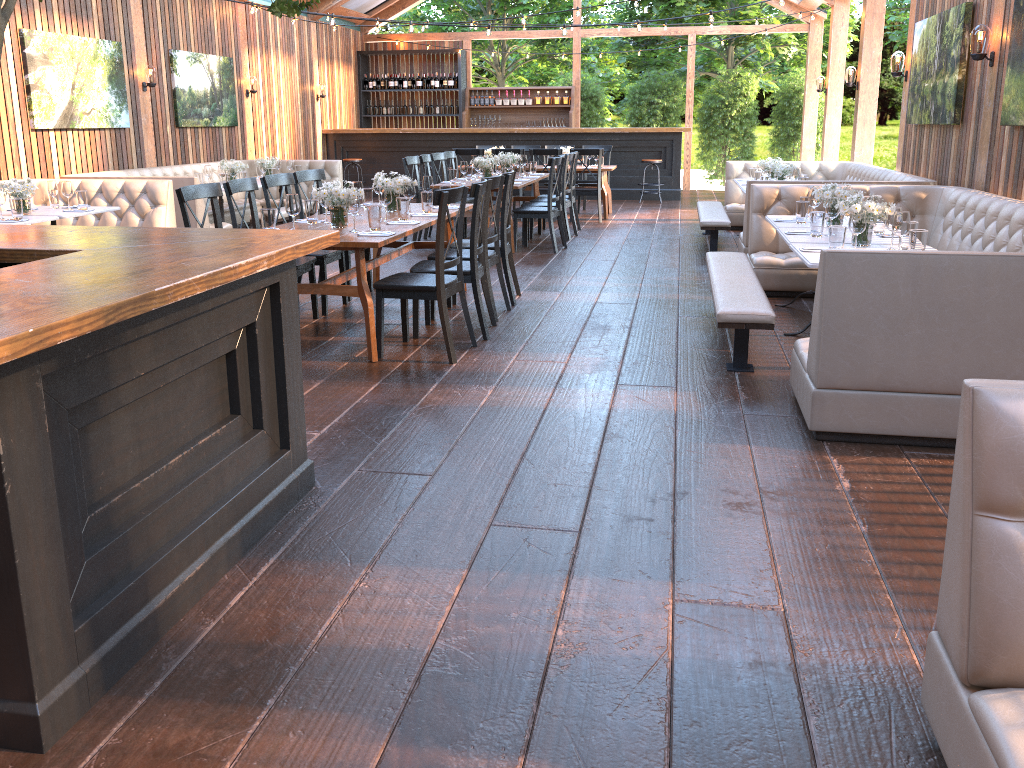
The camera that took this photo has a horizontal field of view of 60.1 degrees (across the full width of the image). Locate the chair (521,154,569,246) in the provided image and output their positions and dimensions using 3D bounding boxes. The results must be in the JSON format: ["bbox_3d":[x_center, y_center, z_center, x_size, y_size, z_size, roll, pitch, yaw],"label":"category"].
[{"bbox_3d":[0.381,-2.149,10.302,0.539,1.005,0.485,1,14,7],"label":"chair"}]

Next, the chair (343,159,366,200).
[{"bbox_3d":[-2.947,-3.805,16.435,0.468,0.724,0.474,4,15,17],"label":"chair"}]

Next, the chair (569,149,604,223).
[{"bbox_3d":[1.061,-2.843,12.627,0.477,1.005,0.548,1,14,6],"label":"chair"}]

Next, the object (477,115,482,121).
[{"bbox_3d":[-0.676,-5.449,18.368,0.092,0.241,0.093,8,16,30],"label":"object"}]

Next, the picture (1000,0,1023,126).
[{"bbox_3d":[3.436,-2.129,5.562,0.065,0.982,1.676,2,16,10],"label":"picture"}]

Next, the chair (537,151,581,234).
[{"bbox_3d":[0.604,-2.464,11.359,0.540,1.005,0.484,2,14,10],"label":"chair"}]

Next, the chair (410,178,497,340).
[{"bbox_3d":[-0.396,-0.848,5.932,0.539,1.005,0.485,1,14,6],"label":"chair"}]

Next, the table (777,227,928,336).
[{"bbox_3d":[2.153,-0.634,5.763,0.799,0.662,0.811,3,15,11],"label":"table"}]

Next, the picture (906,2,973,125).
[{"bbox_3d":[3.943,-2.926,8.236,0.065,0.982,1.676,2,16,10],"label":"picture"}]

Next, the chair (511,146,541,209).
[{"bbox_3d":[0.192,-3.257,14.037,0.477,1.005,0.548,2,14,10],"label":"chair"}]

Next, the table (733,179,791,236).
[{"bbox_3d":[3.135,-2.156,10.873,0.799,0.662,0.811,2,15,10],"label":"table"}]

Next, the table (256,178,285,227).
[{"bbox_3d":[-3.127,-2.462,12.024,0.799,0.662,0.811,2,15,10],"label":"table"}]

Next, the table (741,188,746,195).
[{"bbox_3d":[2.835,-1.690,9.310,0.799,0.662,0.811,2,15,9],"label":"table"}]

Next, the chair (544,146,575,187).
[{"bbox_3d":[0.743,-3.230,13.936,0.477,1.005,0.548,1,14,6],"label":"chair"}]

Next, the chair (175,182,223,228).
[{"bbox_3d":[-1.779,-0.751,5.631,0.540,1.005,0.484,2,14,10],"label":"chair"}]

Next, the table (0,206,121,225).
[{"bbox_3d":[-3.959,-1.173,7.695,0.799,0.662,0.811,2,15,10],"label":"table"}]

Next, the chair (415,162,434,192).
[{"bbox_3d":[-1.603,-3.739,16.188,0.468,0.724,0.475,-2,14,-6],"label":"chair"}]

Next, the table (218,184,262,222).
[{"bbox_3d":[-3.428,-1.996,10.461,0.799,0.662,0.811,2,15,9],"label":"table"}]

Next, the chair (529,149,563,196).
[{"bbox_3d":[0.511,-2.870,12.728,0.477,1.005,0.548,2,14,10],"label":"chair"}]

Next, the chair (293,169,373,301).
[{"bbox_3d":[-1.470,-1.230,7.241,0.540,1.005,0.484,4,14,15],"label":"chair"}]

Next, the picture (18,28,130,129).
[{"bbox_3d":[-4.815,-3.356,9.850,0.065,0.982,1.676,2,16,10],"label":"picture"}]

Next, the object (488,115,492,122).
[{"bbox_3d":[-0.456,-5.439,18.329,0.092,0.241,0.093,-4,14,-14],"label":"object"}]

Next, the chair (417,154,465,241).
[{"bbox_3d":[-0.841,-2.205,10.513,0.539,1.005,0.485,1,14,6],"label":"chair"}]

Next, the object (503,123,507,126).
[{"bbox_3d":[-0.144,-5.382,18.388,0.124,0.095,0.126,6,16,21],"label":"object"}]

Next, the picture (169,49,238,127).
[{"bbox_3d":[-4.316,-4.139,12.479,0.065,0.982,1.676,2,16,10],"label":"picture"}]

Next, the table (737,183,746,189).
[{"bbox_3d":[2.985,-1.923,10.092,0.799,0.662,0.811,3,15,11],"label":"table"}]

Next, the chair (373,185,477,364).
[{"bbox_3d":[-0.535,-0.690,5.403,0.540,1.005,0.484,4,14,15],"label":"chair"}]

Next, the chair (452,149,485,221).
[{"bbox_3d":[-0.591,-2.924,12.931,0.477,1.005,0.548,2,14,10],"label":"chair"}]

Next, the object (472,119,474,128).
[{"bbox_3d":[-0.822,-5.403,18.316,0.070,0.183,0.071,3,14,15],"label":"object"}]

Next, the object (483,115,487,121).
[{"bbox_3d":[-0.565,-5.442,18.341,0.092,0.241,0.093,8,16,30],"label":"object"}]

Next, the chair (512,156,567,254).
[{"bbox_3d":[0.305,-1.986,9.753,0.540,1.005,0.484,4,14,18],"label":"chair"}]

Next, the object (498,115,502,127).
[{"bbox_3d":[-0.252,-5.428,18.290,0.092,0.241,0.093,-4,14,-14],"label":"object"}]

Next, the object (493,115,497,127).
[{"bbox_3d":[-0.358,-5.431,18.300,0.092,0.241,0.093,-4,14,-14],"label":"object"}]

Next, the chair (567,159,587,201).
[{"bbox_3d":[1.086,-3.608,15.694,0.470,0.724,0.473,9,17,33],"label":"chair"}]

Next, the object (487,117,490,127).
[{"bbox_3d":[-0.470,-5.468,18.426,0.092,0.241,0.093,8,16,30],"label":"object"}]

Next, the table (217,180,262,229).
[{"bbox_3d":[-3.277,-2.229,11.242,0.799,0.662,0.811,3,15,11],"label":"table"}]

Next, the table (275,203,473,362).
[{"bbox_3d":[-1.002,-0.828,6.378,0.950,0.718,2.469,2,16,10],"label":"table"}]

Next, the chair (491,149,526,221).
[{"bbox_3d":[-0.040,-2.897,12.829,0.477,1.005,0.548,1,14,6],"label":"chair"}]

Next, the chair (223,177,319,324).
[{"bbox_3d":[-1.676,-0.911,6.168,0.539,1.005,0.485,1,14,6],"label":"chair"}]

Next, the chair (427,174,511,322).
[{"bbox_3d":[-0.317,-1.009,6.474,0.540,1.005,0.484,3,14,13],"label":"chair"}]

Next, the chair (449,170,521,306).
[{"bbox_3d":[-0.214,-1.169,7.010,0.539,1.005,0.485,1,14,6],"label":"chair"}]

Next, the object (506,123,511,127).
[{"bbox_3d":[-0.075,-5.341,18.250,0.124,0.095,0.126,6,16,21],"label":"object"}]

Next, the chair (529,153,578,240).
[{"bbox_3d":[0.508,-2.304,10.821,0.540,1.005,0.484,4,14,16],"label":"chair"}]

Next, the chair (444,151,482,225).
[{"bbox_3d":[-0.635,-2.525,11.586,0.540,1.005,0.484,2,14,10],"label":"chair"}]

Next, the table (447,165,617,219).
[{"bbox_3d":[0.325,-2.924,13.415,2.431,0.719,0.965,3,16,10],"label":"table"}]

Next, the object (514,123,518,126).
[{"bbox_3d":[0.083,-5.350,18.276,0.124,0.095,0.126,0,15,-1],"label":"object"}]

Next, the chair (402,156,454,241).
[{"bbox_3d":[-0.944,-2.045,9.976,0.540,1.005,0.484,2,14,10],"label":"chair"}]

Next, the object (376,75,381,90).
[{"bbox_3d":[-2.816,-6.306,18.499,0.137,0.311,0.138,-7,15,-27],"label":"object"}]

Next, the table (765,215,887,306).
[{"bbox_3d":[2.304,-0.866,6.544,0.799,0.662,0.811,2,15,10],"label":"table"}]

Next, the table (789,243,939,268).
[{"bbox_3d":[2.003,-0.401,4.981,0.799,0.662,0.811,2,15,9],"label":"table"}]

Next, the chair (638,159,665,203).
[{"bbox_3d":[2.431,-3.542,15.446,0.468,0.724,0.475,-1,14,-2],"label":"chair"}]

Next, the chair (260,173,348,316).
[{"bbox_3d":[-1.573,-1.071,6.704,0.540,1.005,0.484,2,14,10],"label":"chair"}]

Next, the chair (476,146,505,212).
[{"bbox_3d":[-0.358,-3.284,14.138,0.477,1.005,0.548,1,14,6],"label":"chair"}]

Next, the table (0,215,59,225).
[{"bbox_3d":[-4.109,-0.940,6.913,0.799,0.662,0.811,3,15,11],"label":"table"}]

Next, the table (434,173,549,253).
[{"bbox_3d":[-0.172,-2.115,10.699,0.950,0.718,2.469,2,16,10],"label":"table"}]

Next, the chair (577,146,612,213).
[{"bbox_3d":[1.293,-3.203,13.835,0.478,1.005,0.547,3,14,15],"label":"chair"}]

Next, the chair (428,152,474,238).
[{"bbox_3d":[-0.738,-2.365,11.049,0.540,1.005,0.484,4,14,15],"label":"chair"}]
